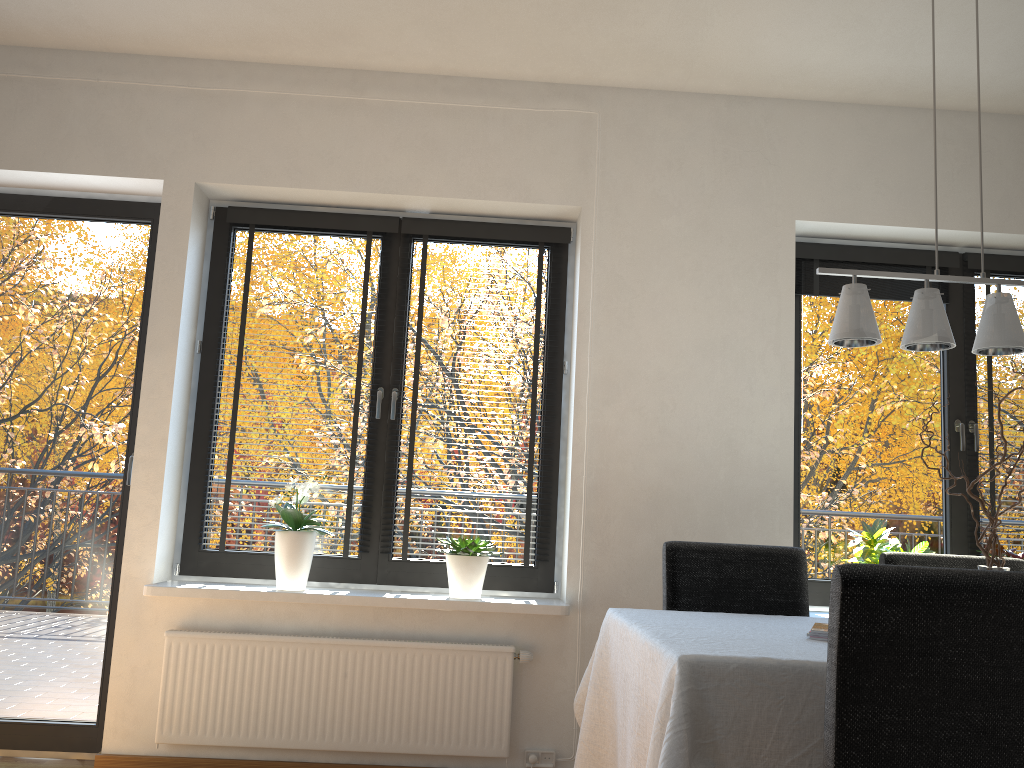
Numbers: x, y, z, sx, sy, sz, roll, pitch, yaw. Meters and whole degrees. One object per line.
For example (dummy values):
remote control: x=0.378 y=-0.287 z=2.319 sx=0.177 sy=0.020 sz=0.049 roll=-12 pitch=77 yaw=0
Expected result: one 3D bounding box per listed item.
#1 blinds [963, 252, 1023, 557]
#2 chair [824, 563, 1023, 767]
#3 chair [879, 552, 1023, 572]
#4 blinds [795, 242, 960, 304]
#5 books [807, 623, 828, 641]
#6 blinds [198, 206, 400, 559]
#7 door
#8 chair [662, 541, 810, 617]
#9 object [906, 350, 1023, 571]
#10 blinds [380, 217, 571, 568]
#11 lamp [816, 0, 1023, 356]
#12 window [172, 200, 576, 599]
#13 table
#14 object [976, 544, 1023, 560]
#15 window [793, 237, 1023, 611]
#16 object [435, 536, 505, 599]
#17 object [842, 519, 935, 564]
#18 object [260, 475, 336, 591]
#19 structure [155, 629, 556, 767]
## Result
blinds: x=2.267 y=0.157 z=3.734 sx=0.710 sy=1.419 sz=0.049 roll=3 pitch=-8 yaw=-2
chair: x=0.748 y=0.812 z=1.612 sx=0.461 sy=0.958 sz=0.546 roll=3 pitch=-8 yaw=3
chair: x=1.409 y=0.998 z=2.612 sx=0.461 sy=0.958 sz=0.546 roll=3 pitch=-8 yaw=3
blinds: x=1.552 y=-0.473 z=3.789 sx=0.710 sy=0.229 sz=0.049 roll=3 pitch=-8 yaw=-2
books: x=0.856 y=0.599 z=2.109 sx=0.278 sy=0.022 sz=0.205 roll=-1 pitch=-9 yaw=24
blinds: x=-0.862 y=-0.019 z=3.623 sx=0.710 sy=1.419 sz=0.049 roll=3 pitch=-8 yaw=-2
door: x=-1.933 y=0.309 z=3.571 sx=0.976 sy=2.270 sz=0.120 roll=3 pitch=-8 yaw=-2
chair: x=0.707 y=0.959 z=2.588 sx=0.461 sy=0.958 sz=0.546 roll=3 pitch=-8 yaw=-2
object: x=1.231 y=0.250 z=2.216 sx=0.403 sy=0.783 sz=0.616 roll=7 pitch=-9 yaw=-27
blinds: x=-0.142 y=0.021 z=3.649 sx=0.710 sy=1.419 sz=0.049 roll=3 pitch=-8 yaw=-2
lamp: x=1.192 y=-0.723 z=2.370 sx=0.760 sy=1.282 sz=0.131 roll=3 pitch=-8 yaw=-2
window: x=-0.487 y=3.990 z=15.031 sx=12.973 sy=18.334 sz=21.871 roll=-1 pitch=-9 yaw=28
table: x=1.085 y=1.009 z=2.136 sx=1.856 sy=0.761 sz=1.238 roll=3 pitch=-8 yaw=-1
object: x=1.955 y=0.780 z=3.445 sx=0.380 sy=0.308 sz=0.371 roll=7 pitch=-9 yaw=-27
window: x=1.878 y=0.184 z=3.752 sx=1.561 sy=1.585 sz=0.120 roll=3 pitch=-8 yaw=-2
object: x=-0.172 y=0.705 z=3.431 sx=0.267 sy=0.237 sz=0.284 roll=6 pitch=-9 yaw=-20
object: x=1.473 y=0.719 z=3.460 sx=0.333 sy=0.384 sz=0.300 roll=1 pitch=-8 yaw=13
object: x=-0.815 y=0.559 z=3.369 sx=0.286 sy=0.443 sz=0.341 roll=5 pitch=-8 yaw=-14
structure: x=-0.556 y=1.172 z=3.258 sx=1.457 sy=0.458 sz=0.078 roll=3 pitch=-8 yaw=-3
